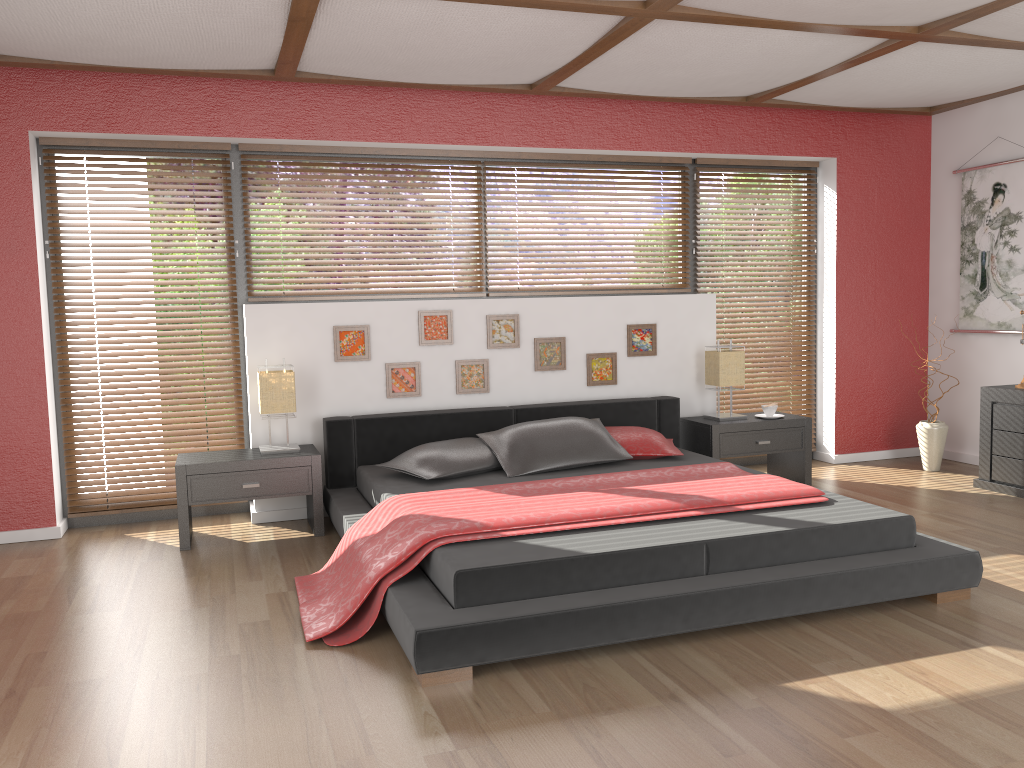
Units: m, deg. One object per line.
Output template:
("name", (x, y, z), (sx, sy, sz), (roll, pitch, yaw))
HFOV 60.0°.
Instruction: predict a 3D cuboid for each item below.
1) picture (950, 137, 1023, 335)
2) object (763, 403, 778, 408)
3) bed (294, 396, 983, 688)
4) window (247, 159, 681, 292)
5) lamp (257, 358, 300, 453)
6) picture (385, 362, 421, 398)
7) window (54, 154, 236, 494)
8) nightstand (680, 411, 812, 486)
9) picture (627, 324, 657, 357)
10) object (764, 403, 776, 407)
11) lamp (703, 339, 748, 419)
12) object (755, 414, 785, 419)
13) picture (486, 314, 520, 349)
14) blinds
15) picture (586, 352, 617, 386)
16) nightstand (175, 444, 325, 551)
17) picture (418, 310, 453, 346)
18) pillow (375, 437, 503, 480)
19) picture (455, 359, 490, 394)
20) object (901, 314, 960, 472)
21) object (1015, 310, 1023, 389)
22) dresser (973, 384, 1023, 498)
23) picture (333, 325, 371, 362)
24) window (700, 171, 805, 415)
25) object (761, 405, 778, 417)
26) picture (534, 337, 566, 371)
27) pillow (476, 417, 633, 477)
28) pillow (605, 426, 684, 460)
("picture", (3.140, -0.961, 5.766), (0.028, 1.270, 0.701), (-3, 5, -18))
("object", (1.604, 0.133, 5.502), (0.007, 0.007, 0.192), (3, 7, 41))
("bed", (0.227, 0.505, 4.090), (2.469, 0.577, 2.413), (-3, 5, -18))
("window", (-0.185, -0.976, 5.526), (2.817, 0.786, 0.020), (-3, 5, -18))
("lamp", (-1.236, 0.105, 4.669), (0.200, 0.480, 0.200), (-3, 5, -18))
("picture", (-0.621, -0.023, 5.081), (0.200, 0.200, 0.010), (-3, 5, -18))
("window", (-2.024, -0.334, 4.963), (0.889, 1.893, 0.020), (-3, 5, -18))
("nightstand", (1.460, 0.421, 5.552), (0.700, 0.423, 0.413), (-3, 5, -18))
("picture", (0.812, -0.274, 5.540), (0.200, 0.200, 0.010), (-3, 5, -18))
("object", (1.605, 0.131, 5.525), (0.007, 0.007, 0.192), (2, 6, 36))
("lamp", (1.323, -0.035, 5.513), (0.200, 0.480, 0.200), (-3, 5, -18))
("object", (1.605, 0.202, 5.525), (0.179, 0.012, 0.179), (-1, 5, 7))
("picture", (-0.051, -0.311, 5.249), (0.200, 0.200, 0.010), (-3, 5, -18))
("blinds", (-0.152, -0.394, 5.511), (4.840, 1.952, 0.032), (-3, 5, -18))
("picture", (0.555, -0.091, 5.469), (0.200, 0.200, 0.010), (-3, 5, -18))
("nightstand", (-1.363, 0.576, 4.622), (0.700, 0.423, 0.413), (-3, 5, -18))
("picture", (-0.439, -0.325, 5.118), (0.200, 0.200, 0.010), (-3, 5, -18))
("pillow", (-0.287, 0.383, 4.612), (0.745, 0.172, 0.418), (-6, 7, -43))
("picture", (-0.231, -0.044, 5.210), (0.200, 0.200, 0.010), (-3, 5, -18))
("object", (2.710, 0.059, 5.814), (0.422, 1.035, 0.364), (-6, 7, -43))
("object", (3.104, -0.216, 4.989), (0.173, 0.498, 0.490), (-5, 6, -33))
("dresser", (3.298, 0.368, 4.572), (0.540, 0.608, 1.740), (-3, 5, -18))
("picture", (-0.896, -0.228, 4.973), (0.200, 0.200, 0.010), (-3, 5, -18))
("window", (1.677, -0.536, 6.182), (0.889, 1.893, 0.020), (-3, 5, -18))
("object", (1.604, 0.169, 5.522), (0.099, 0.069, 0.099), (-1, 5, 7))
("picture", (0.231, -0.181, 5.353), (0.200, 0.200, 0.010), (-3, 5, -18))
("pillow", (0.225, 0.311, 4.686), (0.744, 0.241, 0.386), (-4, 5, -23))
("pillow", (0.561, 0.331, 4.948), (0.745, 0.172, 0.418), (-1, 5, 1))
